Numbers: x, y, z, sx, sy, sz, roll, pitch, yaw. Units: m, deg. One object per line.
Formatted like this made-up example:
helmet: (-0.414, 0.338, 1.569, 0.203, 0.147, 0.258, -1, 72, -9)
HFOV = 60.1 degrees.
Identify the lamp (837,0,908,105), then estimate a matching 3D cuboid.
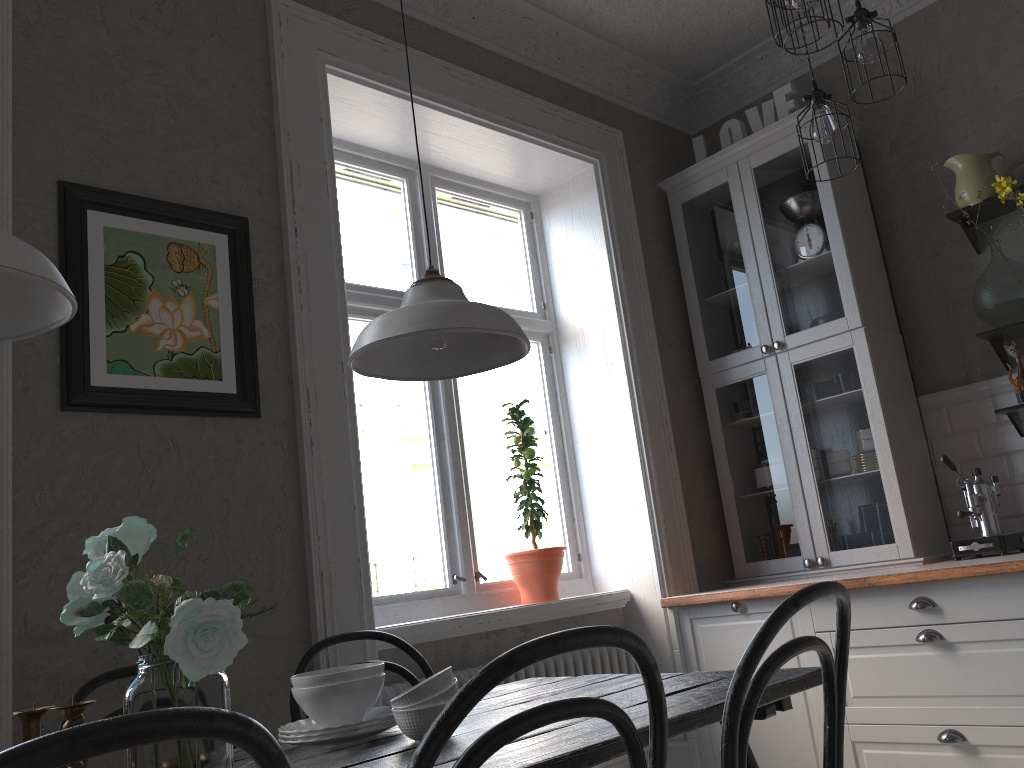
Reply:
lamp: (0.897, -1.642, 2.615, 0.144, 1.733, 0.149, -15, -15, 32)

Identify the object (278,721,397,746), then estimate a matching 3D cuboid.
object: (-0.325, 0.675, 1.707, 0.241, 0.027, 0.233, -1, -14, -26)

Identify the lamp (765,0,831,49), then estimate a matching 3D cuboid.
lamp: (0.688, -1.799, 2.620, 0.144, 1.733, 0.149, -15, -15, 32)

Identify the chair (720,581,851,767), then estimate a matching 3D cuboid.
chair: (0.341, 0.813, 1.421, 0.538, 0.919, 0.447, -19, -17, 42)

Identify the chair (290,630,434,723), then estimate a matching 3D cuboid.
chair: (-0.243, 1.047, 2.083, 0.446, 0.919, 0.539, 0, -15, -31)

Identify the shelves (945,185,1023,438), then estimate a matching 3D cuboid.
shelves: (2.270, -0.374, 2.995, 0.233, 0.922, 1.290, 5, -18, -43)

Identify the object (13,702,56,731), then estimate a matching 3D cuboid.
object: (-0.714, 0.565, 1.325, 0.063, 0.172, 0.061, -2, -14, -22)

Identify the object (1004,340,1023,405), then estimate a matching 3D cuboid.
object: (1.916, -0.037, 3.362, 0.052, 0.264, 0.062, -11, -13, 16)

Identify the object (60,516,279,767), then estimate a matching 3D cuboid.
object: (-0.463, 0.376, 1.201, 0.257, 0.413, 0.305, 5, -18, -45)

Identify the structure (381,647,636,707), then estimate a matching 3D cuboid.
structure: (0.050, 1.189, 3.139, 1.249, 0.427, 0.146, 5, -18, -45)

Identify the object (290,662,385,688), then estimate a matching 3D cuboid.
object: (-0.335, 0.604, 1.723, 0.176, 0.094, 0.183, -17, -16, 35)

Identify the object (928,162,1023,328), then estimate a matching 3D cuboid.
object: (1.821, -0.543, 3.386, 0.331, 0.673, 0.341, -11, -13, 14)

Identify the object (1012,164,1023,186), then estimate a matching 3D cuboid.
object: (1.967, -0.775, 3.361, 0.105, 0.110, 0.101, 5, -18, -43)

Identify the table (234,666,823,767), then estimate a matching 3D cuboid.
table: (-0.302, 0.991, 1.391, 1.961, 0.734, 0.887, 5, -18, -43)

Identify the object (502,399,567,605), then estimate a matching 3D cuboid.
object: (0.063, 0.462, 3.560, 0.263, 0.812, 0.257, -3, -13, -17)

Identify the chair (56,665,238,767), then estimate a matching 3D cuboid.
chair: (-0.616, 1.022, 1.756, 0.538, 0.919, 0.447, -19, -17, 42)

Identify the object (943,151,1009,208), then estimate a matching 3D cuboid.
object: (1.812, -0.790, 3.441, 0.176, 0.216, 0.187, 0, -15, -30)

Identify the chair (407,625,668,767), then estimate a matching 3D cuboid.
chair: (-0.031, 0.788, 1.095, 0.447, 0.919, 0.538, 2, -16, -36)

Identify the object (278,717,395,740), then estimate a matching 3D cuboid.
object: (-0.326, 0.666, 1.709, 0.235, 0.027, 0.240, -11, -13, 13)

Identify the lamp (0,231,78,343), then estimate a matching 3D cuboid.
lamp: (-0.928, -1.001, 1.423, 0.381, 1.856, 0.378, -6, -13, -7)

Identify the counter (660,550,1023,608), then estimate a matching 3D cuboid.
counter: (1.035, 0.421, 1.852, 3.463, 0.039, 3.098, 5, -18, -43)

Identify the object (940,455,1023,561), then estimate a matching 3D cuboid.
object: (1.669, 0.438, 3.197, 0.361, 0.369, 0.201, 5, -18, -43)

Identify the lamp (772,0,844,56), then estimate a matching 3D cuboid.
lamp: (0.650, -1.707, 2.415, 0.146, 1.733, 0.147, -8, -13, 2)

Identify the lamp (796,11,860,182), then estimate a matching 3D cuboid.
lamp: (0.804, -1.445, 2.703, 0.145, 1.733, 0.148, -10, -13, 12)

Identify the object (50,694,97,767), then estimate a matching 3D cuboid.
object: (-0.700, 0.585, 1.417, 0.094, 0.171, 0.097, -14, -14, 26)

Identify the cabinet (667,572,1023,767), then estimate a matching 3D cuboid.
cabinet: (1.493, 0.714, 1.557, 1.985, 0.853, 4.205, -8, -13, 2)

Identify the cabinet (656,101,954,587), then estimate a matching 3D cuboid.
cabinet: (1.242, -0.125, 3.865, 0.396, 1.918, 0.862, 5, -18, -43)

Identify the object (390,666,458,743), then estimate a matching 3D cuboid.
object: (-0.157, 0.579, 1.599, 0.130, 0.119, 0.122, -1, -15, -28)

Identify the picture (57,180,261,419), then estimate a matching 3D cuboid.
picture: (-0.951, -0.217, 2.422, 0.532, 0.619, 0.019, 5, -17, -43)

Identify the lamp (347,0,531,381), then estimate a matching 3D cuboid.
lamp: (-0.263, -0.948, 2.047, 0.387, 1.856, 0.372, 2, -16, -36)

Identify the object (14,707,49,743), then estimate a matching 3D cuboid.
object: (-0.659, 0.535, 1.215, 0.060, 0.167, 0.058, 0, -15, -30)

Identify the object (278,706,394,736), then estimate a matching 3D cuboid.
object: (-0.327, 0.658, 1.711, 0.241, 0.027, 0.234, -3, -14, -21)

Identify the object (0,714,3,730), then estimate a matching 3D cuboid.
object: (-0.757, 0.542, 1.195, 0.149, 0.169, 0.136, -9, -13, 7)

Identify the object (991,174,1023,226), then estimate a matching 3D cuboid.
object: (1.912, -0.523, 3.221, 0.188, 0.539, 0.286, -17, -16, 36)

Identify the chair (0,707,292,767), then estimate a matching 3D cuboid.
chair: (-0.425, 0.755, 0.719, 0.538, 0.919, 0.447, -19, -17, 42)

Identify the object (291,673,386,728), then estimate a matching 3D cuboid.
object: (-0.332, 0.624, 1.719, 0.176, 0.094, 0.183, -17, -16, 35)
